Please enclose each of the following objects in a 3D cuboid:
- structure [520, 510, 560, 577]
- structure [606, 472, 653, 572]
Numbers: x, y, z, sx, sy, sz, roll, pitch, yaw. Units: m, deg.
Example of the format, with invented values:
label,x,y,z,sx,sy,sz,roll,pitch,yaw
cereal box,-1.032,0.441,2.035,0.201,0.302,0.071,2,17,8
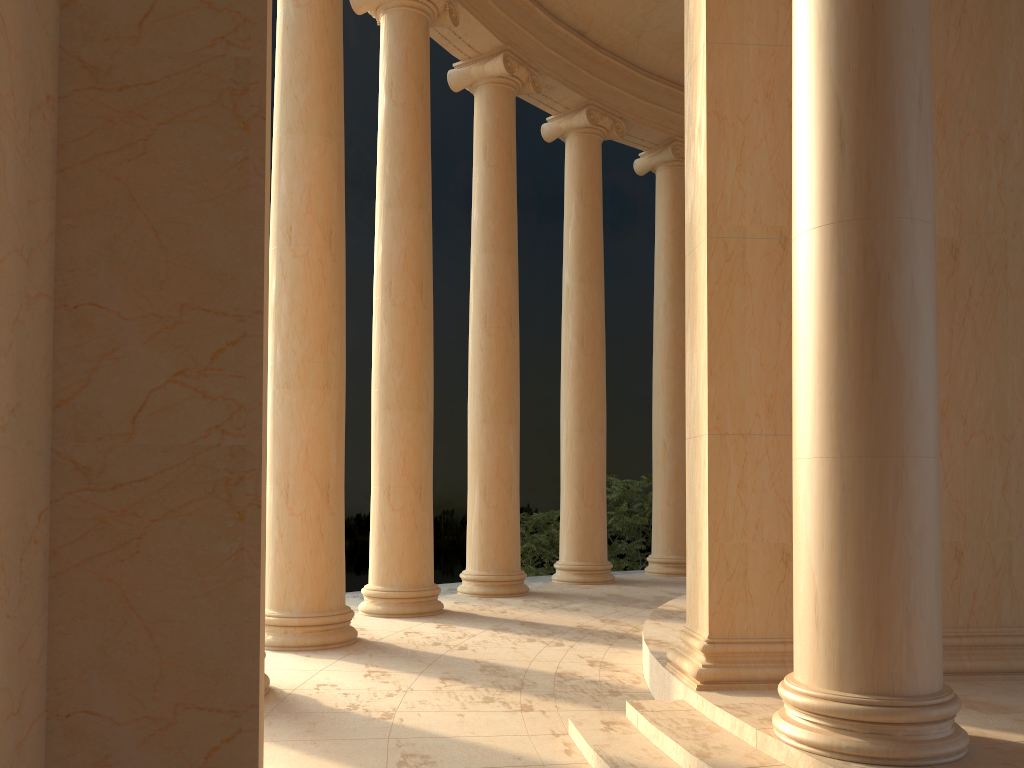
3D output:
label,x,y,z,sx,sy,sz,roll,pitch,yaw
structure,33.269,309.885,1517.805,149.222,187.726,156.281,0,-4,7
structure,221.208,308.100,1605.833,247.150,298.536,238.575,0,-4,-2
